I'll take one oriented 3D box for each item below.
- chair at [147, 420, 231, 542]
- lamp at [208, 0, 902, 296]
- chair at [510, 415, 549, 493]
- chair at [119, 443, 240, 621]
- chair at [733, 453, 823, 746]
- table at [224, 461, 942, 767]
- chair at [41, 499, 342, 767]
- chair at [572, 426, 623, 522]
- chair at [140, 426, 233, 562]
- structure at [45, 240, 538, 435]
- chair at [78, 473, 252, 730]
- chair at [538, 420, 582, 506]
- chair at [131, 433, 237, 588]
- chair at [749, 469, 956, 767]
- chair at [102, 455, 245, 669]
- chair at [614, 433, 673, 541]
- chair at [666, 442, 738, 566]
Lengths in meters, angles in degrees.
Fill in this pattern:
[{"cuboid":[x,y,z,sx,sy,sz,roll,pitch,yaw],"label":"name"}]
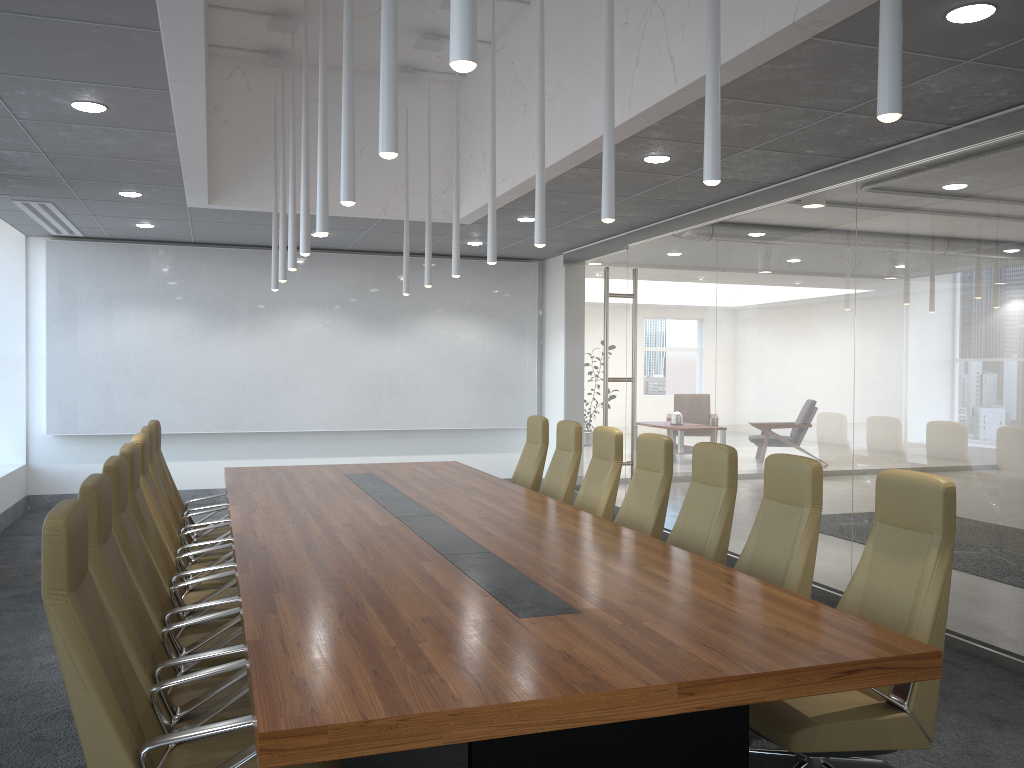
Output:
[{"cuboid":[-2.628,1.010,7.662,0.955,1.406,0.711,0,1,-19],"label":"chair"},{"cuboid":[-0.609,-2.047,5.751,2.619,2.378,7.258,0,1,-19],"label":"lamp"},{"cuboid":[-0.166,1.012,8.510,0.955,1.406,0.711,0,1,-19],"label":"chair"},{"cuboid":[-1.861,1.057,5.402,0.955,1.406,0.711,0,1,-19],"label":"chair"},{"cuboid":[1.118,1.090,4.722,0.955,1.406,0.711,0,1,-19],"label":"chair"},{"cuboid":[-0.632,1.313,5.813,2.300,0.895,6.500,0,1,-19],"label":"table"},{"cuboid":[-1.091,1.104,3.131,0.955,1.406,0.711,0,1,-19],"label":"chair"},{"cuboid":[0.350,1.043,6.987,0.955,1.406,0.711,0,1,-19],"label":"chair"},{"cuboid":[-2.372,1.026,6.908,0.955,1.406,0.711,0,1,-19],"label":"chair"},{"cuboid":[-0.569,-0.448,5.802,6.600,2.466,13.989,0,1,-19],"label":"structure"},{"cuboid":[-1.343,1.088,3.874,0.955,1.406,0.711,0,1,-19],"label":"chair"},{"cuboid":[0.091,1.027,7.753,0.955,1.406,0.711,0,1,-19],"label":"chair"},{"cuboid":[-2.123,1.041,6.173,0.955,1.406,0.711,0,1,-19],"label":"chair"},{"cuboid":[1.444,1.106,3.974,0.955,1.406,0.711,0,1,-19],"label":"chair"},{"cuboid":[-1.603,1.072,4.640,0.955,1.406,0.711,0,1,-19],"label":"chair"},{"cuboid":[0.606,1.059,6.234,0.955,1.406,0.711,0,1,-19],"label":"chair"},{"cuboid":[0.862,1.074,5.476,0.955,1.406,0.711,0,1,-19],"label":"chair"}]
